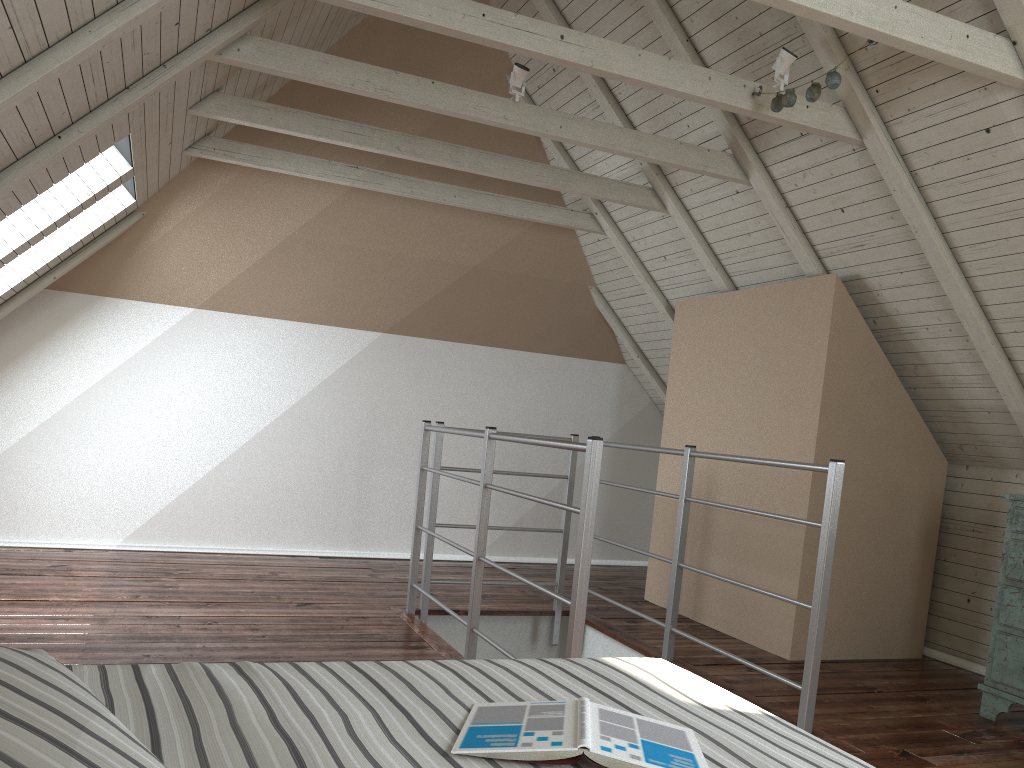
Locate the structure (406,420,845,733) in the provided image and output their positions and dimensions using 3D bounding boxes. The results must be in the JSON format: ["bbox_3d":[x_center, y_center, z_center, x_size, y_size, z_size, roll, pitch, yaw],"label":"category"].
[{"bbox_3d":[0.242,0.687,3.215,0.839,1.002,1.627,5,0,-22],"label":"structure"}]

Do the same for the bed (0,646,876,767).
[{"bbox_3d":[-0.299,0.481,0.594,1.885,0.709,1.858,6,-2,-22],"label":"bed"}]

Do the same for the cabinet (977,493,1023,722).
[{"bbox_3d":[1.937,0.766,2.687,0.417,0.773,0.797,4,1,-22],"label":"cabinet"}]

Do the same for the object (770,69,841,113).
[{"bbox_3d":[0.827,-0.827,2.494,0.060,0.067,0.281,5,-2,-23],"label":"object"}]
